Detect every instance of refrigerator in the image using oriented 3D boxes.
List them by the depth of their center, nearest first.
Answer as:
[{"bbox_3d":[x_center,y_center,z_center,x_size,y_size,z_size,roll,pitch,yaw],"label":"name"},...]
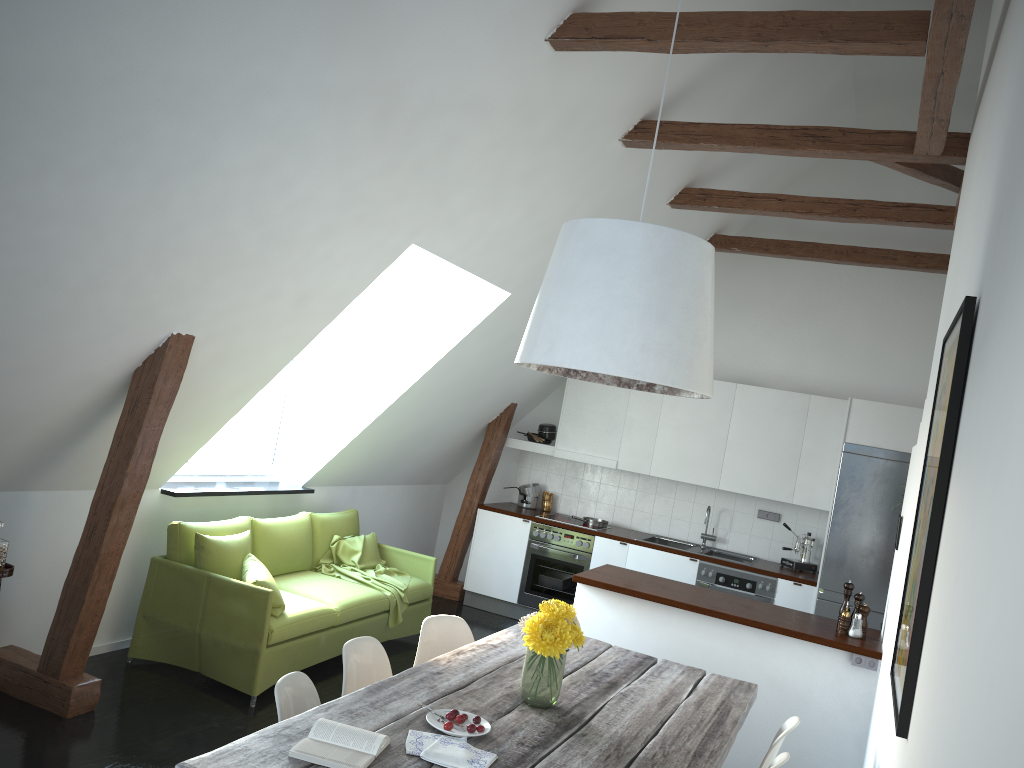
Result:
[{"bbox_3d":[2.671,1.412,6.692,0.609,1.868,0.031,10,-2,23],"label":"refrigerator"}]

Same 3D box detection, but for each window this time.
[{"bbox_3d":[-0.222,-1.290,1.972,5.959,4.249,8.018,10,-2,23],"label":"window"}]

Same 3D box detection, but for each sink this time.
[{"bbox_3d":[1.608,1.302,7.574,0.963,0.519,0.671,10,-2,23],"label":"sink"}]

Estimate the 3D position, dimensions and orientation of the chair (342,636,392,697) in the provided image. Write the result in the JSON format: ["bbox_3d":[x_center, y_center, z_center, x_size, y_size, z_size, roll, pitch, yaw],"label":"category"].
[{"bbox_3d":[-0.442,1.429,3.355,0.542,0.801,0.465,10,-2,24],"label":"chair"}]

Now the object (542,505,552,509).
[{"bbox_3d":[0.326,1.163,8.380,0.100,0.048,0.099,9,-2,41],"label":"object"}]

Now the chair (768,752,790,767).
[{"bbox_3d":[0.623,1.616,3.101,0.542,0.801,0.465,9,-2,29],"label":"chair"}]

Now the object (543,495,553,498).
[{"bbox_3d":[0.336,1.068,8.384,0.100,0.036,0.100,12,-2,-39],"label":"object"}]

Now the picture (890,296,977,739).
[{"bbox_3d":[1.274,0.386,2.718,0.036,1.181,0.808,10,-2,23],"label":"picture"}]

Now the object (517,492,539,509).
[{"bbox_3d":[0.155,1.093,8.346,0.200,0.154,0.348,10,-2,2],"label":"object"}]

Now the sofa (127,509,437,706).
[{"bbox_3d":[-1.337,1.334,5.848,0.898,0.825,2.093,10,-2,22],"label":"sofa"}]

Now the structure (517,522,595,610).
[{"bbox_3d":[0.496,1.637,7.924,0.583,0.725,0.749,10,-2,23],"label":"structure"}]

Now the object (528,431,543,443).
[{"bbox_3d":[0.214,0.494,8.304,0.061,0.077,0.331,11,-2,-19],"label":"object"}]

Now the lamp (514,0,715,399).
[{"bbox_3d":[0.631,-1.386,3.157,0.757,2.813,0.697,11,-2,-18],"label":"lamp"}]

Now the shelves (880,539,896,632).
[{"bbox_3d":[2.547,1.263,5.175,0.660,0.553,0.408,10,-2,23],"label":"shelves"}]

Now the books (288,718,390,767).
[{"bbox_3d":[-0.467,0.986,2.441,0.202,0.042,0.251,10,-2,11],"label":"books"}]

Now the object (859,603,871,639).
[{"bbox_3d":[1.918,1.291,4.844,0.058,0.184,0.058,10,-2,19],"label":"object"}]

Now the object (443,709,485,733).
[{"bbox_3d":[-0.149,1.050,2.756,0.132,0.034,0.144,11,-2,-6],"label":"object"}]

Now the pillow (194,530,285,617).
[{"bbox_3d":[-1.497,1.083,5.107,0.600,0.387,0.475,10,-2,20],"label":"pillow"}]

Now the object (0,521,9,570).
[{"bbox_3d":[-2.235,0.695,3.808,0.101,0.211,0.101,9,-2,38],"label":"object"}]

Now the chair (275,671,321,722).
[{"bbox_3d":[-0.555,1.393,2.840,0.542,0.801,0.465,10,-2,9],"label":"chair"}]

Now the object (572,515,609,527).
[{"bbox_3d":[0.693,1.224,7.962,0.351,0.061,0.232,10,-2,-4],"label":"object"}]

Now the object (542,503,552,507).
[{"bbox_3d":[0.328,1.146,8.382,0.099,0.051,0.099,10,-2,9],"label":"object"}]

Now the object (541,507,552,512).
[{"bbox_3d":[0.325,1.185,8.380,0.100,0.036,0.100,10,-2,19],"label":"object"}]

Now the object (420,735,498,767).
[{"bbox_3d":[-0.147,1.059,2.530,0.182,0.016,0.179,10,-2,17],"label":"object"}]

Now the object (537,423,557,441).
[{"bbox_3d":[0.330,0.455,8.376,0.190,0.166,0.200,11,-2,-15],"label":"object"}]

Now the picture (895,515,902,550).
[{"bbox_3d":[2.135,0.818,4.894,0.023,0.182,0.250,10,-2,23],"label":"picture"}]

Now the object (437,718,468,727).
[{"bbox_3d":[-0.182,1.053,2.756,0.110,0.011,0.058,9,-2,26],"label":"object"}]

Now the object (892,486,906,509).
[{"bbox_3d":[2.557,0.742,5.327,0.493,0.486,0.506,9,-2,42],"label":"object"}]

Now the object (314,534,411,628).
[{"bbox_3d":[-0.986,1.393,6.387,0.722,0.493,0.711,10,-2,18],"label":"object"}]

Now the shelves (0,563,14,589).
[{"bbox_3d":[-2.519,1.093,3.580,0.438,0.732,0.803,10,-2,19],"label":"shelves"}]

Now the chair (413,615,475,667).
[{"bbox_3d":[-0.224,1.486,3.886,0.465,0.801,0.542,12,-2,-41],"label":"chair"}]

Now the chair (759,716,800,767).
[{"bbox_3d":[0.801,1.662,3.537,0.542,0.801,0.465,10,-2,24],"label":"chair"}]

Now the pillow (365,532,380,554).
[{"bbox_3d":[-1.115,1.261,6.587,0.210,0.275,0.462,10,-2,21],"label":"pillow"}]

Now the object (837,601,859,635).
[{"bbox_3d":[1.837,1.272,4.850,0.080,0.192,0.058,10,-2,7],"label":"object"}]

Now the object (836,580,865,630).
[{"bbox_3d":[1.887,1.238,4.924,0.123,0.283,0.061,10,-2,23],"label":"object"}]

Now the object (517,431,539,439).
[{"bbox_3d":[0.202,0.504,8.396,0.357,0.075,0.244,11,-2,-6],"label":"object"}]

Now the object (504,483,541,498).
[{"bbox_3d":[0.092,1.004,8.414,0.371,0.169,0.203,11,-2,-5],"label":"object"}]

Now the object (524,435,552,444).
[{"bbox_3d":[0.251,0.526,8.333,0.243,0.056,0.350,10,-2,12],"label":"object"}]

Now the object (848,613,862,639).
[{"bbox_3d":[1.861,1.304,4.790,0.069,0.135,0.069,10,-2,-2],"label":"object"}]

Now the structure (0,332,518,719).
[{"bbox_3d":[-2.854,0.392,2.693,1.023,1.963,12.350,10,-2,23],"label":"structure"}]

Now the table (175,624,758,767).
[{"bbox_3d":[0.068,1.520,3.058,1.141,0.788,2.421,10,-2,23],"label":"table"}]

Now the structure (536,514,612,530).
[{"bbox_3d":[0.558,1.250,7.925,0.574,0.041,0.504,10,-2,23],"label":"structure"}]

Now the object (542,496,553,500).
[{"bbox_3d":[0.333,1.085,8.383,0.100,0.036,0.100,11,-2,-11],"label":"object"}]

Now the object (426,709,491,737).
[{"bbox_3d":[-0.167,1.059,2.751,0.205,0.024,0.205,10,-2,15],"label":"object"}]

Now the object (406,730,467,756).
[{"bbox_3d":[-0.218,1.048,2.577,0.182,0.014,0.185,10,-2,-3],"label":"object"}]

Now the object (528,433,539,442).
[{"bbox_3d":[0.198,0.498,8.300,0.065,0.065,0.332,11,-2,-10],"label":"object"}]

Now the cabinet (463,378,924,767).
[{"bbox_3d":[1.377,1.071,6.440,4.208,2.369,3.033,10,-2,23],"label":"cabinet"}]

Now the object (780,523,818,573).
[{"bbox_3d":[2.381,1.362,7.406,0.353,0.370,0.206,11,-2,-21],"label":"object"}]

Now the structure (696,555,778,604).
[{"bbox_3d":[1.826,1.855,7.270,0.612,0.725,0.582,10,-2,23],"label":"structure"}]

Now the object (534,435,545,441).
[{"bbox_3d":[0.255,0.505,8.335,0.065,0.031,0.335,11,-2,-20],"label":"object"}]

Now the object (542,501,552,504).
[{"bbox_3d":[0.330,1.125,8.386,0.099,0.043,0.100,10,-2,10],"label":"object"}]

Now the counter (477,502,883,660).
[{"bbox_3d":[0.925,1.277,6.574,3.365,0.038,3.085,10,-2,23],"label":"counter"}]

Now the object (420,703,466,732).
[{"bbox_3d":[-0.218,1.040,2.767,0.194,0.022,0.019,9,-2,38],"label":"object"}]

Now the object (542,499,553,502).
[{"bbox_3d":[0.333,1.104,8.386,0.099,0.057,0.101,9,-2,34],"label":"object"}]

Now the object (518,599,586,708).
[{"bbox_3d":[0.129,0.950,3.147,0.233,0.365,0.293,11,-2,-6],"label":"object"}]

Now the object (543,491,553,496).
[{"bbox_3d":[0.341,1.048,8.383,0.100,0.047,0.099,10,-2,18],"label":"object"}]
